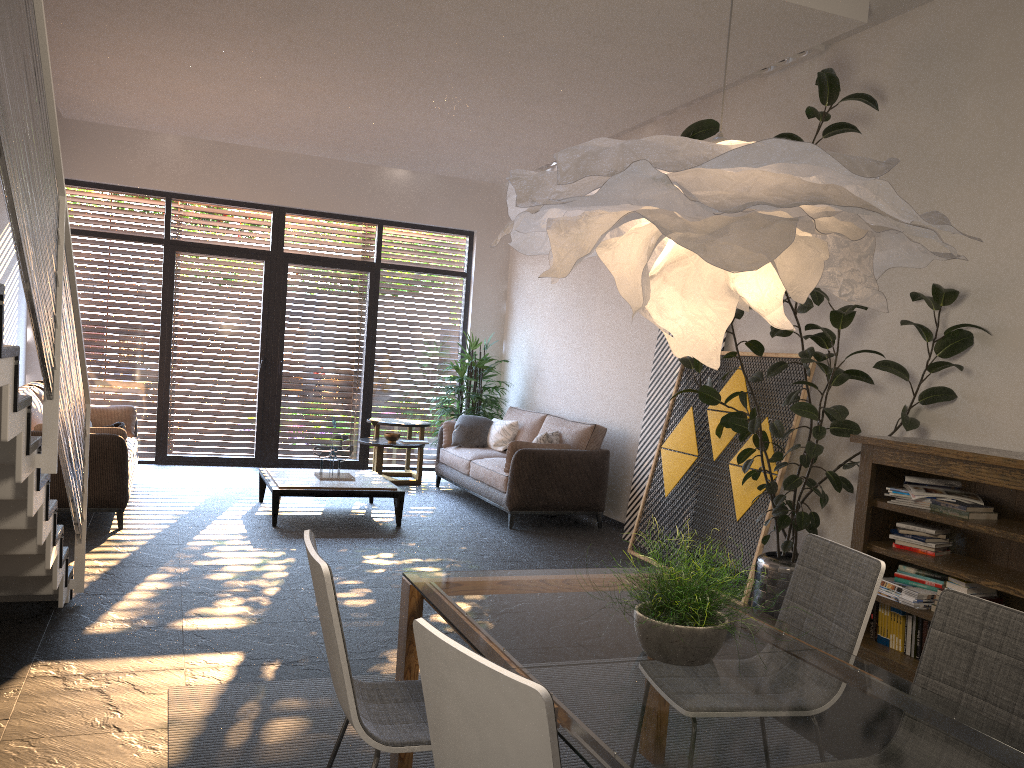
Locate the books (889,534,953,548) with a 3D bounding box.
[{"bbox_3d":[2.090,0.798,4.527,0.175,0.019,0.243,3,2,-36],"label":"books"}]

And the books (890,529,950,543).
[{"bbox_3d":[2.086,0.776,4.532,0.163,0.023,0.230,4,2,-21],"label":"books"}]

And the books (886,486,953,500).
[{"bbox_3d":[2.113,0.550,4.503,0.253,0.011,0.317,3,2,-45],"label":"books"}]

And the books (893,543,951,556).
[{"bbox_3d":[2.095,0.841,4.528,0.159,0.021,0.223,3,2,-36],"label":"books"}]

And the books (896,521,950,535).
[{"bbox_3d":[2.098,0.734,4.517,0.155,0.020,0.204,3,2,-36],"label":"books"}]

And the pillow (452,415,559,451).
[{"bbox_3d":[-0.078,0.538,8.603,0.619,0.344,1.885,3,2,-21],"label":"pillow"}]

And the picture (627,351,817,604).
[{"bbox_3d":[1.402,0.566,6.199,0.387,1.612,1.490,2,4,-21],"label":"picture"}]

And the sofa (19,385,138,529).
[{"bbox_3d":[-3.597,0.502,7.198,0.994,0.923,2.311,3,2,-21],"label":"sofa"}]

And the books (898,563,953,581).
[{"bbox_3d":[2.113,0.944,4.463,0.194,0.028,0.244,3,2,-41],"label":"books"}]

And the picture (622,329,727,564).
[{"bbox_3d":[1.269,0.321,6.934,0.208,2.027,0.953,2,5,-21],"label":"picture"}]

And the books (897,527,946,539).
[{"bbox_3d":[2.090,0.754,4.523,0.221,0.023,0.147,5,2,20],"label":"books"}]

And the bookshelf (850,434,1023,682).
[{"bbox_3d":[2.288,0.914,3.892,0.451,1.176,1.910,3,3,-21],"label":"bookshelf"}]

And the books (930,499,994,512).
[{"bbox_3d":[2.170,0.586,4.275,0.166,0.024,0.226,4,2,-17],"label":"books"}]

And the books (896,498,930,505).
[{"bbox_3d":[2.129,0.595,4.457,0.317,0.011,0.252,5,2,35],"label":"books"}]

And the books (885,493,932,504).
[{"bbox_3d":[2.105,0.582,4.493,0.253,0.011,0.317,3,2,-40],"label":"books"}]

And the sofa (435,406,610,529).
[{"bbox_3d":[0.040,0.733,8.630,0.994,0.923,2.311,3,2,-21],"label":"sofa"}]

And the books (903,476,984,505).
[{"bbox_3d":[2.151,0.542,4.431,0.322,0.109,0.272,5,2,13],"label":"books"}]

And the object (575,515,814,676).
[{"bbox_3d":[0.453,0.526,2.238,0.532,0.369,0.665,3,3,-26],"label":"object"}]

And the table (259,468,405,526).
[{"bbox_3d":[-1.566,0.950,7.538,1.050,0.308,1.111,4,2,-21],"label":"table"}]

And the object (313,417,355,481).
[{"bbox_3d":[-0.640,-1.259,3.171,0.366,4.491,8.871,3,2,-10],"label":"object"}]

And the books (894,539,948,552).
[{"bbox_3d":[2.091,0.819,4.524,0.155,0.022,0.204,3,2,-41],"label":"books"}]

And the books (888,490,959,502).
[{"bbox_3d":[2.114,0.561,4.496,0.317,0.011,0.252,6,2,40],"label":"books"}]

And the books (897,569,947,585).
[{"bbox_3d":[2.111,0.965,4.463,0.193,0.014,0.254,3,2,-33],"label":"books"}]

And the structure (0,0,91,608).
[{"bbox_3d":[0.603,-2.718,0.865,4.237,8.344,8.422,3,4,-21],"label":"structure"}]

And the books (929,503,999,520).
[{"bbox_3d":[2.176,0.615,4.272,0.180,0.034,0.242,4,2,-18],"label":"books"}]

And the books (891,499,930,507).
[{"bbox_3d":[2.115,0.605,4.469,0.317,0.011,0.252,6,2,38],"label":"books"}]

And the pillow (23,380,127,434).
[{"bbox_3d":[-3.935,0.344,7.581,0.955,0.711,1.014,4,3,3],"label":"pillow"}]

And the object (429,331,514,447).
[{"bbox_3d":[-0.482,0.246,10.114,0.910,1.730,0.977,7,5,34],"label":"object"}]

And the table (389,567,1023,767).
[{"bbox_3d":[0.403,1.048,2.266,0.998,0.717,1.792,3,2,-21],"label":"table"}]

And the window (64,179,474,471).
[{"bbox_3d":[-2.741,-0.555,10.076,4.946,3.041,0.457,3,5,-21],"label":"window"}]

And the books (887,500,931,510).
[{"bbox_3d":[2.105,0.614,4.476,0.317,0.011,0.252,6,2,42],"label":"books"}]

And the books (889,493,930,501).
[{"bbox_3d":[2.114,0.572,4.478,0.317,0.011,0.252,6,2,40],"label":"books"}]

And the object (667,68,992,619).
[{"bbox_3d":[1.606,-0.187,5.044,0.907,3.213,2.003,0,6,-44],"label":"object"}]
